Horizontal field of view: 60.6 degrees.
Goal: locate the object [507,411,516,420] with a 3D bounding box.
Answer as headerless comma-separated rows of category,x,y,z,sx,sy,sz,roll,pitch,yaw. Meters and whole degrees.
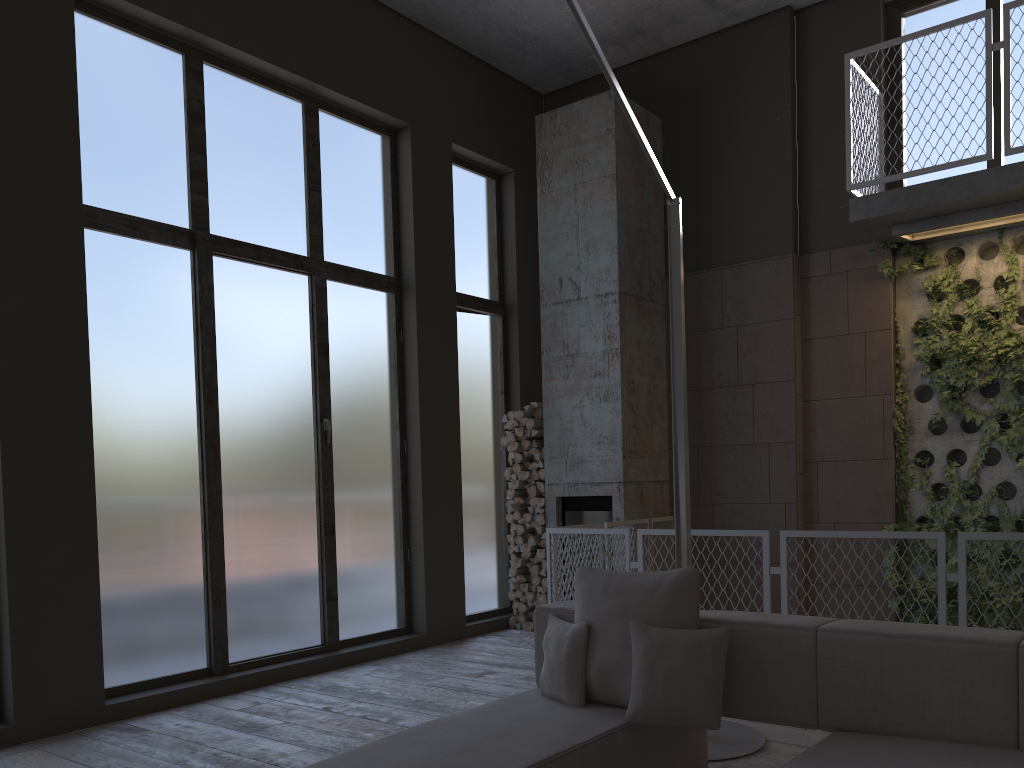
object,0.129,0.308,8.124,0.091,0.090,0.456,-3,-6,36

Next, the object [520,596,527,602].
object,0.203,1.976,8.134,0.089,0.056,0.333,-5,-7,37

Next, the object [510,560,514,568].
object,0.133,1.658,8.164,0.067,0.067,0.423,-3,-6,37

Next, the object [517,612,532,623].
object,0.213,2.157,8.192,0.092,0.093,0.437,-3,-6,37

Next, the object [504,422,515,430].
object,0.086,0.398,8.159,0.123,0.068,0.364,-5,-7,39

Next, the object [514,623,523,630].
object,0.176,2.239,8.217,0.067,0.067,0.423,-3,-6,37

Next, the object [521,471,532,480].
object,0.260,0.841,8.070,0.094,0.083,0.480,-4,-6,37

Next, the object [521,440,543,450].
object,0.252,0.563,8.040,0.091,0.089,0.456,-3,-6,36

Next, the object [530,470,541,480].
object,0.338,0.833,8.033,0.091,0.089,0.456,-3,-6,37

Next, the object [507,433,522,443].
object,0.128,0.504,8.092,0.091,0.089,0.456,-3,-6,37

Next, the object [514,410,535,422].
object,0.149,0.300,8.001,0.104,0.103,0.292,-3,-6,37

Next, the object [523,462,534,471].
object,0.251,0.761,8.116,0.101,0.086,0.363,-4,-6,37

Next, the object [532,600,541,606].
object,0.345,1.989,8.052,0.122,0.067,0.364,-5,-7,39

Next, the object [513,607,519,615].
object,0.099,2.093,8.133,0.045,0.072,0.251,-2,-5,37

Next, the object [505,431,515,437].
object,0.091,0.469,8.145,0.066,0.086,0.426,-2,-6,35

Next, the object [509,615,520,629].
object,0.102,2.214,8.227,0.064,0.125,0.364,-1,-4,36

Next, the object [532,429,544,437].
object,0.330,0.447,7.954,0.066,0.067,0.423,-3,-6,37

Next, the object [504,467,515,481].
object,0.064,0.839,8.178,0.064,0.125,0.364,-1,-4,36

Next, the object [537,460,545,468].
object,0.374,0.730,7.982,0.071,0.072,0.423,-3,-6,37

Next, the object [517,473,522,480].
object,0.202,0.858,8.118,0.067,0.067,0.423,-3,-6,37

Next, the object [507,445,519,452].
object,0.102,0.597,8.127,0.067,0.067,0.423,-3,-6,37

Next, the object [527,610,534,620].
object,0.290,2.136,8.165,0.101,0.086,0.363,-4,-6,37

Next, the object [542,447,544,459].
object,0.401,0.634,7.956,0.064,0.126,0.364,-1,-4,36

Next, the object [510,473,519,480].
object,0.138,0.863,8.168,0.067,0.067,0.423,-3,-6,37

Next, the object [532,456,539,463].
object,0.316,0.700,8.104,0.104,0.102,0.292,-3,-6,37

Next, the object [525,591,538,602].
object,0.291,1.938,8.089,0.091,0.089,0.456,-3,-6,36

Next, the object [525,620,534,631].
object,0.299,2.216,8.119,0.094,0.083,0.480,-4,-6,37

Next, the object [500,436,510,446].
object,0.062,0.538,8.149,0.091,0.092,0.438,-3,-6,37

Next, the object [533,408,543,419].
object,0.321,0.280,8.037,0.100,0.108,0.294,-3,-5,39

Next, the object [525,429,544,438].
object,0.267,0.456,8.003,0.067,0.066,0.423,-3,-6,37

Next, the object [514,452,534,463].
object,0.144,0.675,8.067,0.099,0.107,0.294,-3,-5,39

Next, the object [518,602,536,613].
object,0.182,2.050,8.116,0.099,0.107,0.294,-3,-5,39

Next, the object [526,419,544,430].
object,0.292,0.372,7.971,0.093,0.093,0.438,-3,-6,37

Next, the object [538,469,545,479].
object,0.404,0.817,7.976,0.092,0.092,0.437,-3,-6,37

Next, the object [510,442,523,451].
object,0.160,0.580,8.079,0.094,0.083,0.480,-4,-6,37

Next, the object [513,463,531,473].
object,0.174,0.782,8.143,0.092,0.093,0.437,-3,-6,37

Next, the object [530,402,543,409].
object,0.298,0.201,8.011,0.088,0.055,0.332,-5,-7,37

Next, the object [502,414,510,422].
object,0.061,0.327,8.140,0.067,0.069,0.423,-3,-6,37

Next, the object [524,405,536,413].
object,0.235,0.242,8.030,0.065,0.073,0.359,-3,-6,36

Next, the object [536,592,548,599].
object,0.364,1.924,8.069,0.067,0.071,0.423,-3,-6,37

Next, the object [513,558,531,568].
object,0.191,1.641,8.115,0.094,0.083,0.480,-4,-6,37

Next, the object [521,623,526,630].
object,0.240,2.233,8.167,0.067,0.067,0.423,-3,-6,37

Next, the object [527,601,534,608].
object,0.268,2.012,8.119,0.064,0.074,0.360,-3,-6,36

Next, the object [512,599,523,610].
object,0.134,2.052,8.209,0.101,0.102,0.293,-3,-5,39

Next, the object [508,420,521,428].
object,0.141,0.375,8.068,0.113,0.079,0.435,-4,-7,37

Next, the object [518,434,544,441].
object,0.225,0.502,8.054,0.115,0.079,0.435,-4,-7,37
